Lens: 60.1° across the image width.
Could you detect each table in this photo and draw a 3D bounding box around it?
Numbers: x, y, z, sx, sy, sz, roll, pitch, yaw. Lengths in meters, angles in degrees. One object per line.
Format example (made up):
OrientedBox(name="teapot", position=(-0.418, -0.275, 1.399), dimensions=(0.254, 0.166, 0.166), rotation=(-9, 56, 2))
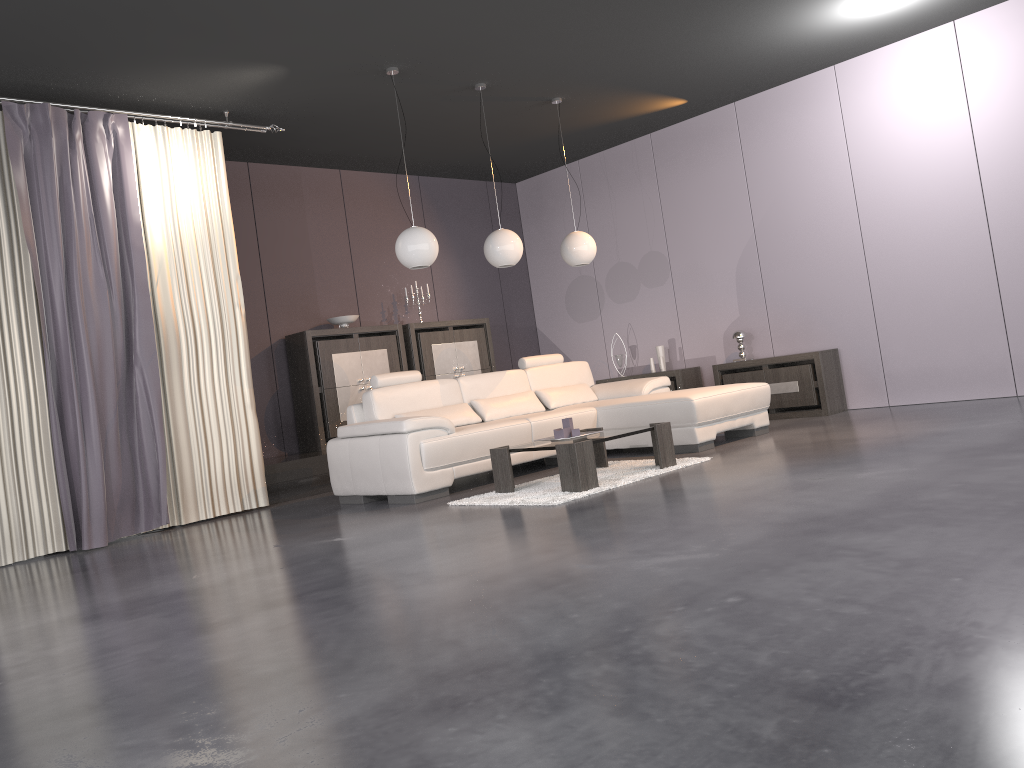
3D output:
OrientedBox(name="table", position=(0.444, 0.450, 5.450), dimensions=(0.908, 0.271, 0.698), rotation=(-8, 0, -44))

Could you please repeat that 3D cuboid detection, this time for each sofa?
OrientedBox(name="sofa", position=(0.339, 0.176, 6.499), dimensions=(2.870, 0.860, 1.861), rotation=(-8, 0, -44))

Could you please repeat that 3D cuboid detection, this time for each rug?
OrientedBox(name="rug", position=(0.447, 0.589, 5.440), dimensions=(1.530, 0.023, 0.912), rotation=(-8, 0, -45))

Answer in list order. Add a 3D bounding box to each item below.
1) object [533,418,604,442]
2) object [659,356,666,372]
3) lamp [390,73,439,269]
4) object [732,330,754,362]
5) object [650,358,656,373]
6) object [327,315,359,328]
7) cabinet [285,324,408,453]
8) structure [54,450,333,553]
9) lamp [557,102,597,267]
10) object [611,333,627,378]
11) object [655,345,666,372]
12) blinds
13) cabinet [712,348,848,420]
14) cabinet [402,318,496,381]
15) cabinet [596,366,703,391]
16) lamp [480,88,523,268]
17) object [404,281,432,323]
OrientedBox(name="object", position=(0.336, 0.270, 5.377), dimensions=(0.305, 0.137, 0.303), rotation=(-8, 0, -40))
OrientedBox(name="object", position=(1.512, -0.201, 8.923), dimensions=(0.051, 0.152, 0.051), rotation=(-9, -3, 24))
OrientedBox(name="lamp", position=(-0.754, -1.526, 6.305), dimensions=(0.306, 1.418, 0.306), rotation=(-9, -3, 13))
OrientedBox(name="object", position=(2.152, -0.363, 8.320), dimensions=(0.140, 0.285, 0.139), rotation=(-6, -3, -44))
OrientedBox(name="object", position=(1.428, -0.189, 9.010), dimensions=(0.051, 0.152, 0.051), rotation=(-9, -3, 24))
OrientedBox(name="object", position=(-1.591, -0.568, 8.372), dimensions=(0.309, 0.117, 0.308), rotation=(-8, 0, -11))
OrientedBox(name="cabinet", position=(-1.483, 0.019, 8.321), dimensions=(1.075, 1.077, 0.410), rotation=(-7, -2, -44))
OrientedBox(name="structure", position=(-2.761, 0.901, 6.561), dimensions=(8.796, 0.301, 0.996), rotation=(-8, 0, -44))
OrientedBox(name="lamp", position=(0.482, -1.706, 7.532), dimensions=(0.308, 1.418, 0.305), rotation=(-6, -3, -41))
OrientedBox(name="object", position=(1.128, -0.306, 9.323), dimensions=(0.108, 0.467, 0.123), rotation=(-6, -3, -43))
OrientedBox(name="object", position=(1.524, -0.259, 9.031), dimensions=(0.089, 0.264, 0.089), rotation=(-8, -2, 7))
OrientedBox(name="blinds", position=(-2.754, -0.465, 5.779), dimensions=(3.297, 3.003, 0.247), rotation=(-7, -3, -44))
OrientedBox(name="cabinet", position=(2.412, 0.030, 8.055), dimensions=(0.378, 0.556, 1.068), rotation=(-6, -2, -44))
OrientedBox(name="cabinet", position=(-0.657, -0.101, 9.138), dimensions=(1.075, 1.077, 0.410), rotation=(-7, -2, -44))
OrientedBox(name="cabinet", position=(1.413, 0.170, 9.084), dimensions=(0.378, 0.556, 1.068), rotation=(-6, -2, -44))
OrientedBox(name="lamp", position=(-0.147, -1.615, 6.904), dimensions=(0.308, 1.418, 0.305), rotation=(-6, -3, -41))
OrientedBox(name="object", position=(-0.951, -0.828, 9.007), dimensions=(0.230, 0.447, 0.228), rotation=(-7, -2, -27))
